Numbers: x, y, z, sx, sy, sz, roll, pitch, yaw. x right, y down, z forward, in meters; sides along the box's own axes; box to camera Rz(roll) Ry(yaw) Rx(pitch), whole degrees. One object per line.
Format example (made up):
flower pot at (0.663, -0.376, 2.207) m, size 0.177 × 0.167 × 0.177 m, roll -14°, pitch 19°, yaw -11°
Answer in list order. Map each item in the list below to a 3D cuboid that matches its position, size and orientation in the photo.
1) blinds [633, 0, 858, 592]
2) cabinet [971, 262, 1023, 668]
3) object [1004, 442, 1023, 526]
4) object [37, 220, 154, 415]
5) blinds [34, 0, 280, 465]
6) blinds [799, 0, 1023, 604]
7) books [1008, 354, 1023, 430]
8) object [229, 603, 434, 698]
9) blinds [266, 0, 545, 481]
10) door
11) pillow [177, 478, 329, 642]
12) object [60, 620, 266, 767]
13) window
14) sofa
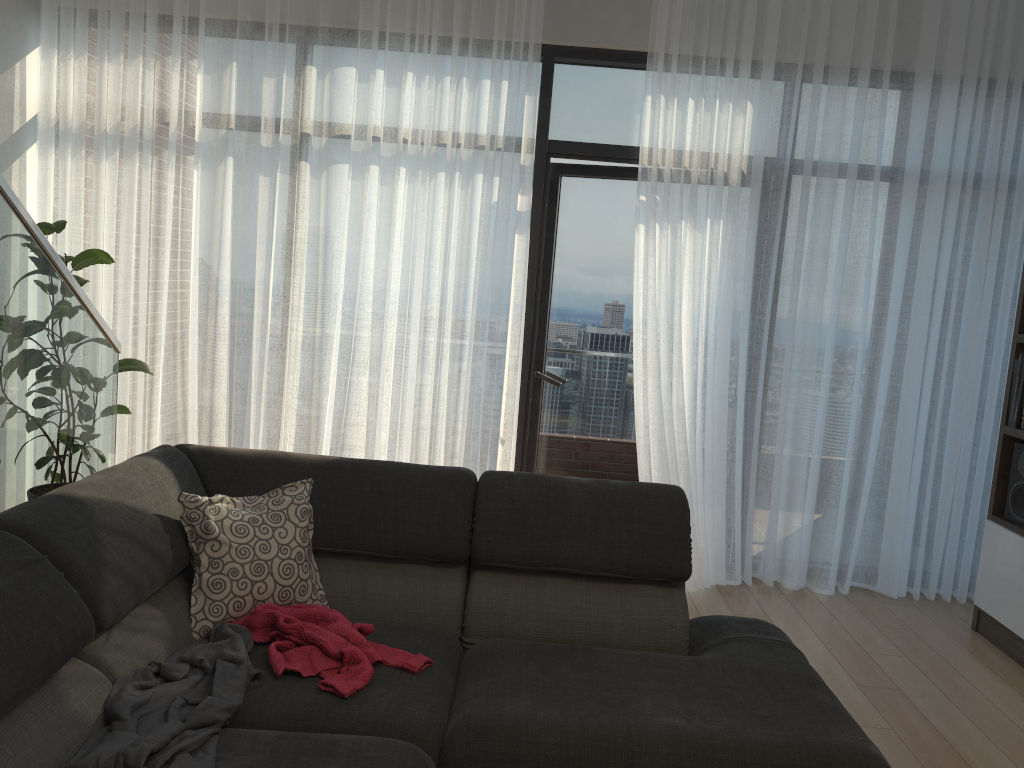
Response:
blinds at (1.130, -1.819, 3.940) m, size 0.858 × 5.579 × 0.589 m, roll 2°, pitch 7°, yaw -22°
cabinet at (2.235, 0.079, 1.792) m, size 0.338 × 2.494 × 4.036 m, roll 5°, pitch 6°, yaw 1°
object at (2.238, 0.428, 3.687) m, size 0.244 × 0.331 × 0.214 m, roll 4°, pitch 6°, yaw -9°
object at (-2.067, 0.011, 3.922) m, size 0.528 × 1.463 × 0.774 m, roll 7°, pitch 7°, yaw 21°
blinds at (-1.564, -2.050, 4.042) m, size 1.223 × 5.581 × 0.218 m, roll 5°, pitch 6°, yaw -1°
blinds at (2.017, -1.752, 4.005) m, size 1.163 × 5.581 × 0.218 m, roll 5°, pitch 6°, yaw -2°
books at (2.240, 0.041, 3.705) m, size 0.259 × 0.321 × 0.128 m, roll 5°, pitch 6°, yaw 1°
object at (-0.490, 0.624, 2.180) m, size 0.536 × 0.077 × 0.323 m, roll 9°, pitch 8°, yaw 35°
blinds at (-0.484, -1.962, 4.049) m, size 1.374 × 5.581 × 0.218 m, roll 5°, pitch 6°, yaw -1°
door at (0.660, -0.102, 4.550) m, size 1.118 × 1.976 × 0.206 m, roll 6°, pitch 6°, yaw 11°
pillow at (-0.800, 0.586, 1.270) m, size 0.386 × 0.364 × 2.734 m, roll 5°, pitch 6°, yaw 5°
object at (-0.689, 0.679, 1.777) m, size 0.411 × 0.118 × 0.905 m, roll 2°, pitch 7°, yaw -23°
window at (0.084, -0.389, 4.427) m, size 4.808 × 2.501 × 0.119 m, roll 5°, pitch 6°, yaw 1°
sofa at (-0.202, 0.683, 1.371) m, size 2.108 × 0.995 × 3.169 m, roll 5°, pitch 6°, yaw 1°
